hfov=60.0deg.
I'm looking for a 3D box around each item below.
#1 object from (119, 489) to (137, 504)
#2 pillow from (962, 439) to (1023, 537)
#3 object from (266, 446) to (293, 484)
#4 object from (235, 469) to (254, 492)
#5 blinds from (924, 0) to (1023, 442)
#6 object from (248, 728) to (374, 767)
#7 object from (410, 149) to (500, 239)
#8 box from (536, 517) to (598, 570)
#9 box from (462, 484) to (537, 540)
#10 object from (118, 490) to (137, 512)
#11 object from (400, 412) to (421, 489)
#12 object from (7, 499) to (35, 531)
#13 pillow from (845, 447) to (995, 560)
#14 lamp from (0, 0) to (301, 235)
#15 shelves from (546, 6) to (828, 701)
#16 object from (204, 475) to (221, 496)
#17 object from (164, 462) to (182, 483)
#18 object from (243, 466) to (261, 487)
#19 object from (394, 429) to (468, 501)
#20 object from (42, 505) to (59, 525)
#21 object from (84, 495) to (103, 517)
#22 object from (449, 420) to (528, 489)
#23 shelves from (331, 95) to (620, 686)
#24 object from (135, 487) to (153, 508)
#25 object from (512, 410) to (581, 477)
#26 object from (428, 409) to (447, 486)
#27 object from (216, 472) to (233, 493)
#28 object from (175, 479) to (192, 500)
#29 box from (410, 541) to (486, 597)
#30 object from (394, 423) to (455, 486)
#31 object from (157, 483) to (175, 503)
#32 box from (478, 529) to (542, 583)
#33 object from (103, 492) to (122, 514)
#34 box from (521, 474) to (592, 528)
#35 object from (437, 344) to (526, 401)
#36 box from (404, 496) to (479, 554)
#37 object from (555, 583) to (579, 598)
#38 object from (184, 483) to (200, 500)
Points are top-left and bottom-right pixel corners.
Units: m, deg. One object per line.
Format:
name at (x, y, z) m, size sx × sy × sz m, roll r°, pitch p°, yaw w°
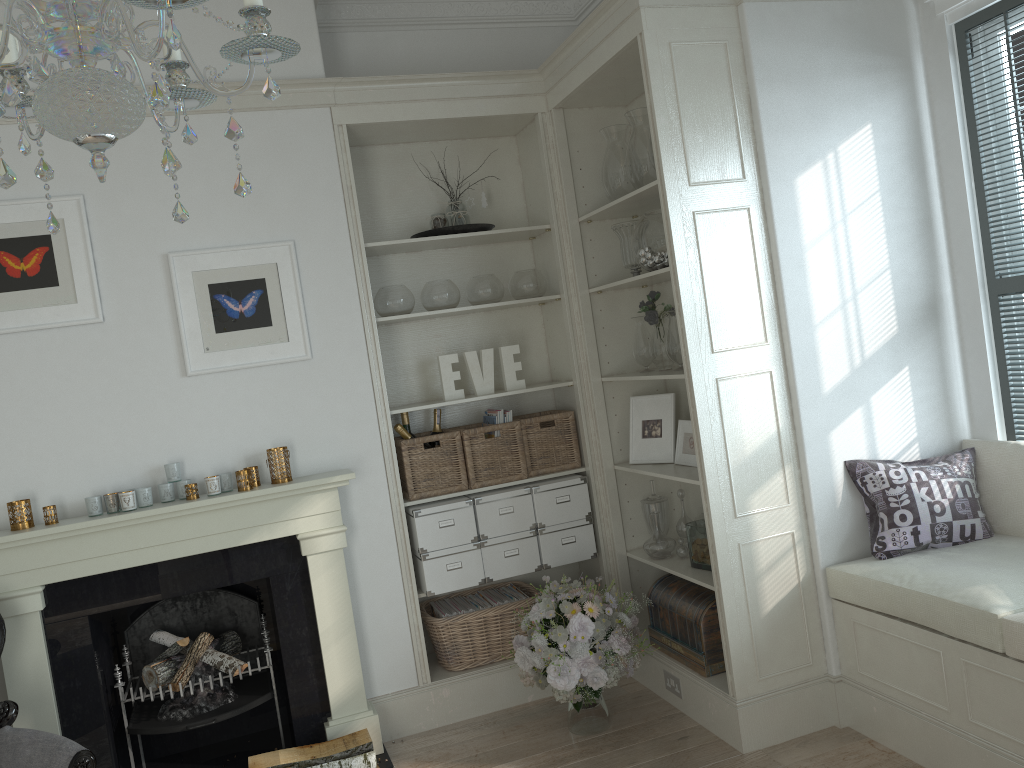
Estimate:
object at (-1.486, 0.447, 3.437) m, size 0.060 × 0.073 × 0.060 m, roll -7°, pitch 3°, yaw 38°
pillow at (1.900, 0.396, 3.189) m, size 0.187 × 0.360 × 0.695 m, roll -9°, pitch 2°, yaw -18°
object at (-0.938, 0.328, 3.581) m, size 0.087 × 0.140 × 0.090 m, roll -8°, pitch 2°, yaw 20°
object at (-1.052, 0.379, 3.483) m, size 0.060 × 0.079 × 0.060 m, roll -6°, pitch 3°, yaw 43°
blinds at (2.282, -0.426, 2.010) m, size 0.141 × 2.238 × 3.076 m, roll -9°, pitch 2°, yaw -18°
object at (-0.761, 1.428, 3.372) m, size 0.459 × 0.083 × 0.150 m, roll -9°, pitch 2°, yaw -16°
object at (-0.279, -0.917, 4.113) m, size 0.457 × 0.485 × 0.399 m, roll -8°, pitch 2°, yaw 22°
box at (0.195, 0.727, 4.228) m, size 0.270 × 0.191 × 0.400 m, roll -9°, pitch 2°, yaw -18°
box at (-0.088, 0.579, 4.142) m, size 0.270 × 0.191 × 0.400 m, roll -9°, pitch 2°, yaw -18°
object at (-1.457, 0.446, 3.367) m, size 0.060 × 0.073 × 0.060 m, roll -7°, pitch 3°, yaw 38°
object at (-0.474, 0.303, 4.117) m, size 0.095 × 0.377 × 0.095 m, roll -8°, pitch 2°, yaw 18°
object at (-1.828, 0.487, 3.298) m, size 0.080 × 0.104 × 0.080 m, roll -7°, pitch 3°, yaw 39°
pillow at (1.547, 0.449, 3.304) m, size 0.550 × 0.398 × 0.229 m, roll -9°, pitch 2°, yaw -6°
lamp at (-0.796, -1.520, 1.290) m, size 0.648 × 2.542 × 0.577 m, roll -6°, pitch 3°, yaw 42°
shelves at (0.676, -0.107, 3.700) m, size 0.399 × 2.523 × 0.972 m, roll -9°, pitch 2°, yaw -18°
object at (-1.170, 0.400, 3.472) m, size 0.060 × 0.073 × 0.060 m, roll -7°, pitch 3°, yaw 38°
object at (-1.332, 0.349, 3.487) m, size 0.060 × 0.073 × 0.060 m, roll -7°, pitch 3°, yaw 38°
object at (-1.046, 0.375, 3.569) m, size 0.060 × 0.079 × 0.060 m, roll -7°, pitch 3°, yaw 39°
object at (-0.385, 0.364, 4.080) m, size 0.276 × 0.270 × 0.275 m, roll -9°, pitch 2°, yaw -18°
object at (-1.723, 0.490, 3.307) m, size 0.047 × 0.068 × 0.054 m, roll -8°, pitch 2°, yaw 9°
object at (-1.586, 0.465, 3.368) m, size 0.060 × 0.073 × 0.060 m, roll -7°, pitch 3°, yaw 38°
object at (-0.115, 0.322, 4.147) m, size 0.276 × 0.270 × 0.275 m, roll -9°, pitch 2°, yaw -18°
shelves at (-0.183, 0.003, 4.135) m, size 0.992 × 2.523 × 0.399 m, roll -9°, pitch 2°, yaw -18°
object at (-1.417, 0.438, 3.419) m, size 0.060 × 0.073 × 0.060 m, roll -8°, pitch 2°, yaw 5°
object at (0.138, 0.280, 4.262) m, size 0.276 × 0.270 × 0.275 m, roll -9°, pitch 2°, yaw -18°
object at (-0.365, 0.299, 4.155) m, size 0.127 × 0.361 × 0.094 m, roll -9°, pitch 2°, yaw -18°
object at (-1.141, 0.393, 3.529) m, size 0.060 × 0.073 × 0.060 m, roll -7°, pitch 3°, yaw 38°
object at (-1.291, 0.416, 3.499) m, size 0.060 × 0.073 × 0.060 m, roll -7°, pitch 3°, yaw 38°
box at (-0.314, 0.809, 4.052) m, size 0.270 × 0.191 × 0.400 m, roll -9°, pitch 2°, yaw -18°
object at (-0.390, 0.322, 4.016) m, size 0.284 × 0.332 × 0.095 m, roll -10°, pitch 3°, yaw -39°
object at (-1.353, 0.426, 3.476) m, size 0.060 × 0.073 × 0.060 m, roll -7°, pitch 3°, yaw 38°
box at (-0.065, 0.769, 4.143) m, size 0.270 × 0.191 × 0.400 m, roll -9°, pitch 2°, yaw -18°
object at (-1.520, 0.455, 3.380) m, size 0.060 × 0.073 × 0.060 m, roll -7°, pitch 3°, yaw 38°
box at (0.169, 0.539, 4.213) m, size 0.270 × 0.191 × 0.400 m, roll -9°, pitch 2°, yaw -18°
object at (-0.139, -0.054, 4.107) m, size 0.393 × 0.207 × 0.039 m, roll -9°, pitch 2°, yaw -18°
box at (-0.347, 0.621, 4.044) m, size 0.270 × 0.191 × 0.400 m, roll -9°, pitch 2°, yaw -18°
object at (0.286, 1.066, 4.225) m, size 0.135 × 0.248 × 0.135 m, roll -9°, pitch 2°, yaw -28°
object at (-1.245, 0.419, 3.446) m, size 0.050 × 0.058 × 0.052 m, roll -8°, pitch 2°, yaw 19°
